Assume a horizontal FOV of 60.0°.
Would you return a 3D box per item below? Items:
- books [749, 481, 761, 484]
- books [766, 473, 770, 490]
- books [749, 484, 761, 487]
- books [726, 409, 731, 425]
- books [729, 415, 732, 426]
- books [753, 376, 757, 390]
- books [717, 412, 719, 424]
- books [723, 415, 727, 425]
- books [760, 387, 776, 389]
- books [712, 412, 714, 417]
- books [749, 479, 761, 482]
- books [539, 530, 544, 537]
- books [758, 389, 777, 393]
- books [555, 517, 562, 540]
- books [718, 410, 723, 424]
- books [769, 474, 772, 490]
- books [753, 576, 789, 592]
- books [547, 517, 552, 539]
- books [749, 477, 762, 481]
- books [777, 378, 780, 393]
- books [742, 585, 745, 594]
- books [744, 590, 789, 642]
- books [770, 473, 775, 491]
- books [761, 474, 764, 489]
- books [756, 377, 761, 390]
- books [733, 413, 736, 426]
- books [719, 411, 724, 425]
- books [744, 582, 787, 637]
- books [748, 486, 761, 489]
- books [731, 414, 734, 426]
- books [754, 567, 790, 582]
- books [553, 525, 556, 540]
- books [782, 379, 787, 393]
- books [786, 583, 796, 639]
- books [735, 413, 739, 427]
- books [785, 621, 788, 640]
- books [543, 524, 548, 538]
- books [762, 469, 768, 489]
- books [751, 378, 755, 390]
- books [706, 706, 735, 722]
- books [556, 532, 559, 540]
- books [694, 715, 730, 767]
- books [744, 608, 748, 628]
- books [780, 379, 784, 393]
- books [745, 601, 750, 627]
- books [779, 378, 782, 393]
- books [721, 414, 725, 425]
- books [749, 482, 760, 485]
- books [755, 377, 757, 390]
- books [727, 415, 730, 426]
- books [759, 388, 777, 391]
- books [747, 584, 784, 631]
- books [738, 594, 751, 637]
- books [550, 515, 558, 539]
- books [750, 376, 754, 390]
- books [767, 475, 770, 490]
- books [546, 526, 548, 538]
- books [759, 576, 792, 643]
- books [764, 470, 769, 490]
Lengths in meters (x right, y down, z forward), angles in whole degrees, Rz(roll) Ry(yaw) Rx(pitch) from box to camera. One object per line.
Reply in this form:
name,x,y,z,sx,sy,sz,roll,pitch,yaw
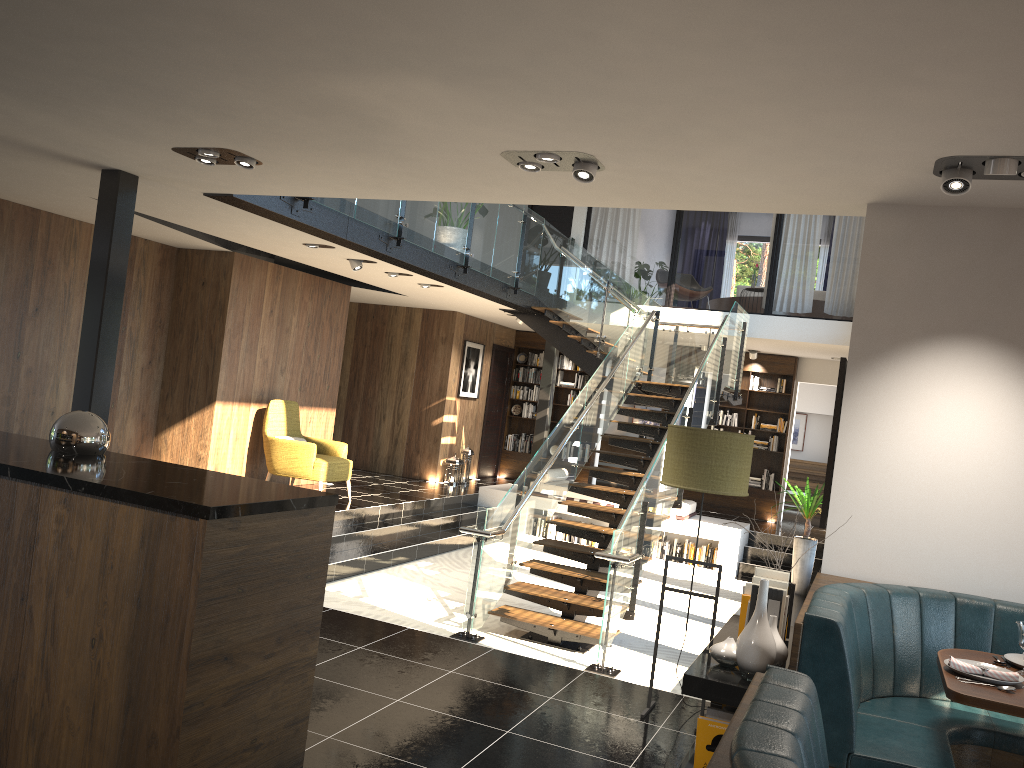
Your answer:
books,3.933,1.595,14.492,0.263,0.024,0.167,7,-1,18
books,4.162,1.582,14.403,0.023,0.267,0.147,7,0,23
books,3.927,1.647,14.494,0.286,0.030,0.176,7,-1,21
books,3.582,0.557,14.703,0.032,0.265,0.149,7,0,23
books,3.629,0.602,14.686,0.024,0.187,0.148,7,0,23
books,4.005,-0.010,14.589,0.021,0.233,0.148,7,0,23
books,3.442,0.570,14.772,0.020,0.206,0.147,7,0,23
books,3.543,0.600,14.727,0.047,0.171,0.167,7,0,23
books,4.197,0.070,14.521,0.246,0.021,0.148,7,-1,22
books,3.369,0.544,14.790,0.027,0.239,0.153,7,0,23
books,3.940,1.571,14.503,0.251,0.026,0.148,7,-1,18
books,0.458,2.083,12.825,0.027,0.254,0.204,7,0,23
books,4.185,0.116,14.506,0.285,0.025,0.176,7,-1,23
books,0.668,2.079,12.773,0.020,0.313,0.139,7,0,23
books,3.463,0.553,14.750,0.030,0.244,0.142,7,0,23
books,4.199,1.593,14.376,0.023,0.254,0.191,7,0,23
books,1.159,1.040,4.038,0.155,0.306,0.032,7,0,23
books,0.566,2.068,12.784,0.028,0.309,0.211,7,0,23
books,3.938,1.542,14.489,0.288,0.030,0.176,7,-1,27
books,4.348,0.032,14.439,0.030,0.231,0.176,7,0,23
books,1.149,1.065,4.071,0.202,0.255,0.025,7,0,23
books,1.130,1.062,3.988,0.194,0.255,0.034,7,0,23
books,4.219,1.585,14.360,0.025,0.274,0.205,7,0,23
books,4.082,1.582,14.422,0.026,0.247,0.149,7,0,23
books,4.043,0.004,14.556,0.026,0.213,0.195,7,0,23
books,3.683,0.592,14.672,0.024,0.220,0.148,7,0,23
books,3.484,0.562,14.727,0.028,0.231,0.167,7,0,23
books,1.101,1.037,3.908,0.177,0.294,0.025,7,0,23
books,3.926,1.675,14.502,0.273,0.025,0.156,7,-1,20
books,3.665,0.596,14.700,0.030,0.208,0.119,7,0,23
books,1.231,1.049,4.258,0.160,0.312,0.035,7,0,23
books,0.642,2.091,12.773,0.025,0.282,0.149,7,0,23
books,4.422,0.043,14.389,0.028,0.226,0.165,7,0,23
books,1.270,1.079,4.273,0.156,0.263,0.026,7,0,23
books,3.716,0.596,14.660,0.046,0.219,0.145,7,0,23
books,1.231,1.067,4.192,0.150,0.274,0.025,7,0,23
books,0.515,2.056,12.808,0.030,0.322,0.203,7,0,23
books,4.113,1.546,14.413,0.030,0.326,0.195,7,0,23
books,3.974,0.008,14.588,0.030,0.189,0.152,7,0,23
books,0.848,1.448,3.566,0.156,0.263,0.026,7,0,23
books,0.686,2.118,12.761,0.029,0.240,0.165,7,0,23
books,0.844,1.463,3.533,0.231,0.232,0.037,7,0,23
books,1.083,1.071,3.856,0.145,0.221,0.026,7,0,23
books,4.386,0.037,14.385,0.036,0.228,0.198,7,0,23
books,1.073,1.066,3.833,0.129,0.227,0.026,7,0,23
books,4.375,0.031,14.433,0.023,0.238,0.178,7,0,23
books,3.511,0.593,14.738,0.021,0.176,0.161,7,0,23
books,3.934,1.620,14.505,0.250,0.026,0.148,7,-1,19
books,4.028,0.001,14.587,0.025,0.217,0.159,7,0,23
books,3.601,0.603,14.686,0.027,0.179,0.164,7,0,23
books,4.185,0.091,14.500,0.288,0.025,0.176,7,-1,18
books,1.078,1.026,3.806,0.131,0.307,0.022,7,0,23
books,1.077,1.056,3.889,0.161,0.250,0.028,7,0,23
books,0.610,2.060,12.788,0.051,0.338,0.188,7,0,23
books,3.954,-0.015,14.611,0.030,0.231,0.177,7,0,23
books,4.180,1.601,14.392,0.022,0.234,0.178,7,0,23
books,0.545,2.103,12.818,0.029,0.237,0.147,7,0,23
books,1.185,1.048,4.088,0.169,0.298,0.032,7,0,23
books,4.139,1.557,14.404,0.027,0.311,0.149,7,0,23
